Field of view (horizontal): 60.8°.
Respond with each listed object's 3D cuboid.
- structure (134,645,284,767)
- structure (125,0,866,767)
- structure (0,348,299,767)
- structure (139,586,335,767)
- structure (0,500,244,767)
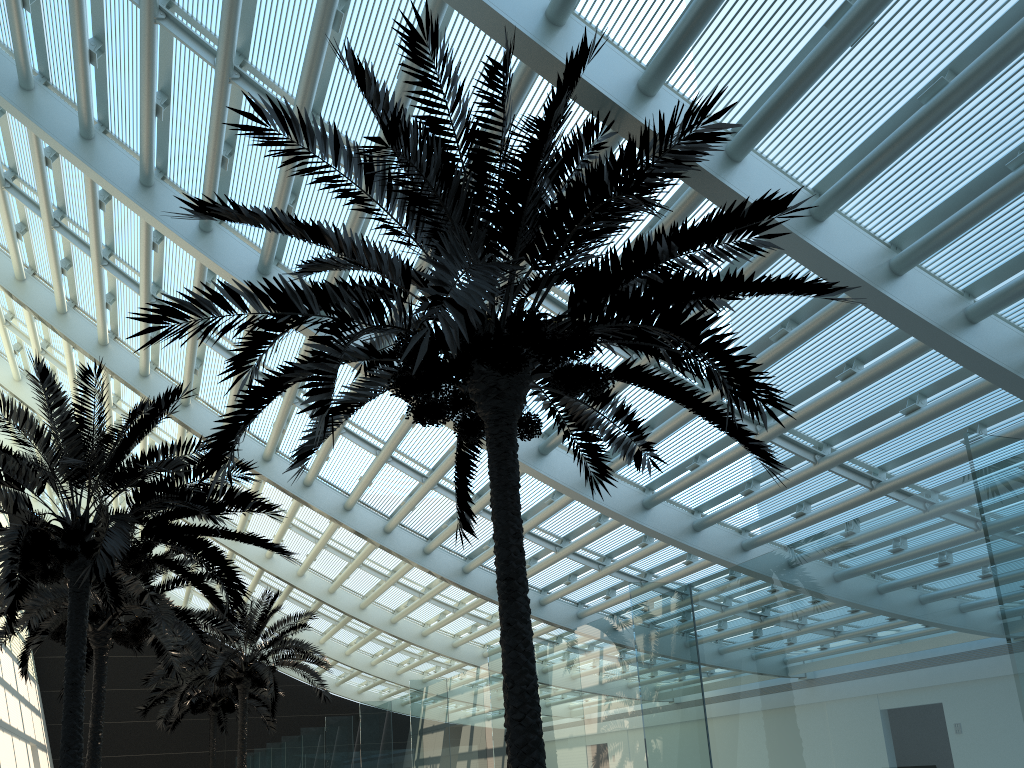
[{"bbox_3d":[-10.450,12.409,30.967,4.551,6.618,4.985,13,-25,-42],"label":"structure"},{"bbox_3d":[-0.022,0.764,6.539,4.819,6.618,4.704,-2,-18,-5],"label":"structure"},{"bbox_3d":[-5.120,2.942,10.421,4.741,6.442,4.435,14,-25,-42],"label":"structure"},{"bbox_3d":[-7.356,8.931,23.669,4.863,6.618,4.664,6,-21,-29],"label":"structure"},{"bbox_3d":[-7.609,5.452,15.720,4.308,6.499,4.880,-7,-19,9],"label":"structure"}]
